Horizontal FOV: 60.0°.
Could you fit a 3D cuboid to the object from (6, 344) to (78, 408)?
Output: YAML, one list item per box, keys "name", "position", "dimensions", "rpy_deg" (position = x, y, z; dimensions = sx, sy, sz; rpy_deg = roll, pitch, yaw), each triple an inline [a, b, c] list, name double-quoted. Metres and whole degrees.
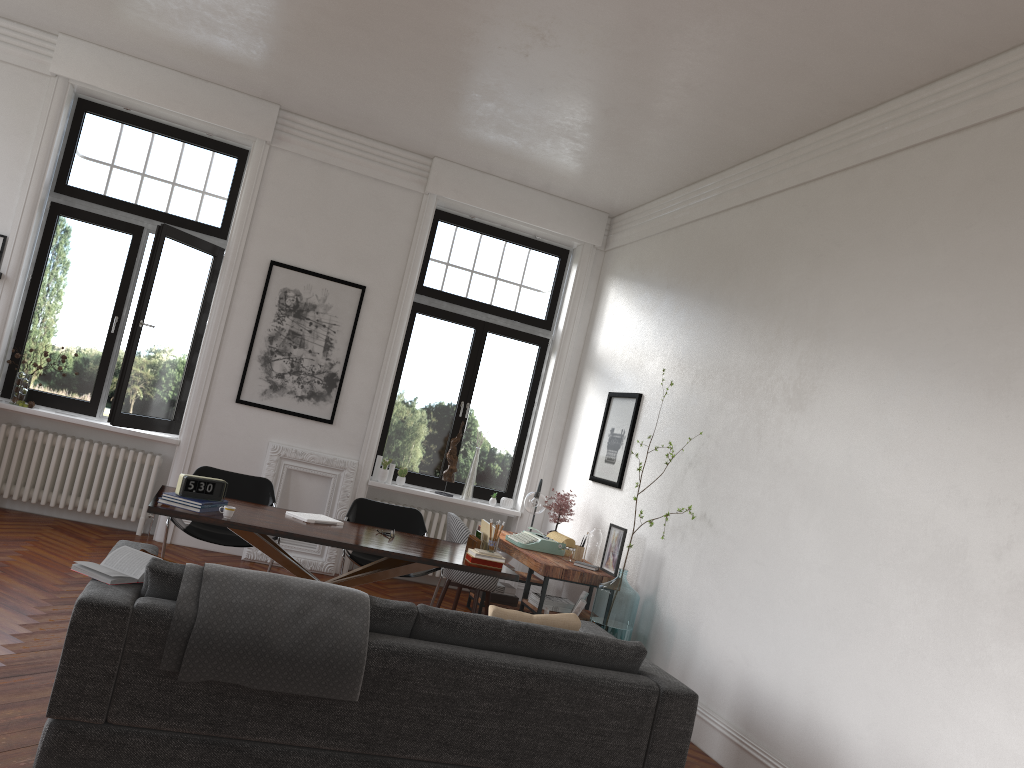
- name: "object"
  position: [-4.026, -0.081, 7.619]
  dimensions: [0.317, 0.599, 0.543]
  rpy_deg: [11, -4, 44]

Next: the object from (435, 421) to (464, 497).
- name: "object"
  position: [-0.581, 0.723, 8.663]
  dimensions: [0.165, 0.753, 0.143]
  rpy_deg: [12, -3, 25]

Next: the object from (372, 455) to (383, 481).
- name: "object"
  position: [-1.292, 0.805, 8.502]
  dimensions: [0.051, 0.238, 0.051]
  rpy_deg: [12, -3, 18]

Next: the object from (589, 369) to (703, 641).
- name: "object"
  position: [1.025, 0.893, 6.257]
  dimensions: [0.354, 2.056, 0.806]
  rpy_deg: [15, -3, -36]

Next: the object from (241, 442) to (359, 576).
- name: "object"
  position: [-1.907, 1.138, 8.046]
  dimensions: [0.831, 1.061, 0.233]
  rpy_deg: [14, -3, -17]

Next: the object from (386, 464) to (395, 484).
- name: "object"
  position: [-1.163, 0.861, 8.499]
  dimensions: [0.051, 0.188, 0.051]
  rpy_deg: [12, -3, 18]

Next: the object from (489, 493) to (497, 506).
- name: "object"
  position: [-0.183, 1.139, 8.791]
  dimensions: [0.072, 0.134, 0.072]
  rpy_deg: [13, -3, 8]

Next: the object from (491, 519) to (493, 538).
- name: "object"
  position: [-0.135, 0.980, 5.792]
  dimensions: [0.049, 0.193, 0.008]
  rpy_deg: [11, -3, 42]

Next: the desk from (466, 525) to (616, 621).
- name: "desk"
  position: [0.174, 1.749, 7.383]
  dimensions: [0.648, 0.757, 1.797]
  rpy_deg: [14, -4, -17]

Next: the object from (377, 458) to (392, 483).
- name: "object"
  position: [-1.212, 0.816, 8.416]
  dimensions: [0.103, 0.244, 0.098]
  rpy_deg: [15, -3, -39]

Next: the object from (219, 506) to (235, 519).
- name: "object"
  position: [-1.650, 0.742, 5.135]
  dimensions: [0.082, 0.065, 0.064]
  rpy_deg: [13, -3, 3]

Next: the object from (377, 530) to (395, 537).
- name: "object"
  position: [-0.830, 1.003, 5.998]
  dimensions: [0.132, 0.047, 0.115]
  rpy_deg: [11, -4, 36]

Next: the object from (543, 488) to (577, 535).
- name: "object"
  position: [0.406, 1.171, 7.829]
  dimensions: [0.289, 0.528, 0.309]
  rpy_deg: [12, -3, 28]

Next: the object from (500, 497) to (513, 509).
- name: "object"
  position: [-0.053, 1.197, 8.921]
  dimensions: [0.132, 0.097, 0.135]
  rpy_deg: [10, -4, 43]

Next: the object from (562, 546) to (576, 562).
- name: "object"
  position: [0.453, 1.352, 7.056]
  dimensions: [0.093, 0.101, 0.093]
  rpy_deg: [15, -3, -26]

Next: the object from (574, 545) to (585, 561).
- name: "object"
  position: [0.542, 1.379, 7.236]
  dimensions: [0.058, 0.113, 0.075]
  rpy_deg: [14, -3, -17]

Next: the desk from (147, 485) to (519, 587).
- name: "desk"
  position: [-1.218, 1.300, 5.697]
  dimensions: [2.229, 0.750, 1.029]
  rpy_deg: [14, -3, -17]

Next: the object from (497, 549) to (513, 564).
- name: "object"
  position: [-0.072, 1.565, 7.998]
  dimensions: [0.173, 0.110, 0.174]
  rpy_deg: [12, -4, 19]

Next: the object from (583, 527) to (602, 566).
- name: "object"
  position: [0.643, 1.291, 7.023]
  dimensions: [0.111, 0.302, 0.112]
  rpy_deg: [12, -3, 19]

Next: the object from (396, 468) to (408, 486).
- name: "object"
  position: [-1.063, 0.891, 8.582]
  dimensions: [0.097, 0.185, 0.099]
  rpy_deg: [13, -3, 6]

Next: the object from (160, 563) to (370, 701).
- name: "object"
  position: [-0.968, 0.979, 3.562]
  dimensions: [0.753, 0.387, 0.400]
  rpy_deg: [14, -3, -17]

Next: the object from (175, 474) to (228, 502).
- name: "object"
  position: [-1.831, 0.615, 5.242]
  dimensions: [0.276, 0.125, 0.081]
  rpy_deg: [17, -4, -43]

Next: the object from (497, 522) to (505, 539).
- name: "object"
  position: [-0.087, 0.989, 5.770]
  dimensions: [0.044, 0.194, 0.008]
  rpy_deg: [13, -3, 13]

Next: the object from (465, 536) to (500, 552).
- name: "object"
  position: [-0.203, 1.089, 6.024]
  dimensions: [0.150, 0.166, 0.228]
  rpy_deg: [14, -3, -17]

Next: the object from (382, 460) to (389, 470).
- name: "object"
  position: [-1.228, 0.833, 8.502]
  dimensions: [0.051, 0.213, 0.051]
  rpy_deg: [12, -3, 18]

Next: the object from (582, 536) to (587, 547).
- name: "object"
  position: [0.575, 1.336, 7.232]
  dimensions: [0.008, 0.207, 0.054]
  rpy_deg: [15, -3, -34]

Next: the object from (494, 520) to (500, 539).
- name: "object"
  position: [-0.108, 0.984, 5.799]
  dimensions: [0.008, 0.195, 0.032]
  rpy_deg: [12, -3, 27]

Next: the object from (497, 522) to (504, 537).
- name: "object"
  position: [-0.089, 0.988, 5.781]
  dimensions: [0.038, 0.194, 0.008]
  rpy_deg: [13, -3, 9]

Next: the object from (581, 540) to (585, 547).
- name: "object"
  position: [0.571, 1.338, 7.256]
  dimensions: [0.054, 0.207, 0.008]
  rpy_deg: [15, -3, -30]

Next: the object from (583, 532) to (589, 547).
- name: "object"
  position: [0.585, 1.323, 7.244]
  dimensions: [0.028, 0.239, 0.023]
  rpy_deg: [14, -3, -20]

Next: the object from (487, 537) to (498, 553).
- name: "object"
  position: [-0.129, 1.048, 5.770]
  dimensions: [0.058, 0.091, 0.058]
  rpy_deg: [15, -3, -30]

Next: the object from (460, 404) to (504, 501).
- name: "object"
  position: [-0.281, 0.644, 8.728]
  dimensions: [0.296, 1.053, 0.289]
  rpy_deg: [14, -3, -14]

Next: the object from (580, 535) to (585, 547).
- name: "object"
  position: [0.559, 1.334, 7.256]
  dimensions: [0.008, 0.207, 0.054]
  rpy_deg: [11, -3, 38]

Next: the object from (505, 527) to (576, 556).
- name: "object"
  position: [0.219, 1.292, 7.421]
  dimensions: [0.485, 0.148, 0.534]
  rpy_deg: [14, -4, -18]

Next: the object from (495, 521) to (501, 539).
- name: "object"
  position: [-0.100, 0.983, 5.749]
  dimensions: [0.008, 0.195, 0.037]
  rpy_deg: [13, -3, -5]
